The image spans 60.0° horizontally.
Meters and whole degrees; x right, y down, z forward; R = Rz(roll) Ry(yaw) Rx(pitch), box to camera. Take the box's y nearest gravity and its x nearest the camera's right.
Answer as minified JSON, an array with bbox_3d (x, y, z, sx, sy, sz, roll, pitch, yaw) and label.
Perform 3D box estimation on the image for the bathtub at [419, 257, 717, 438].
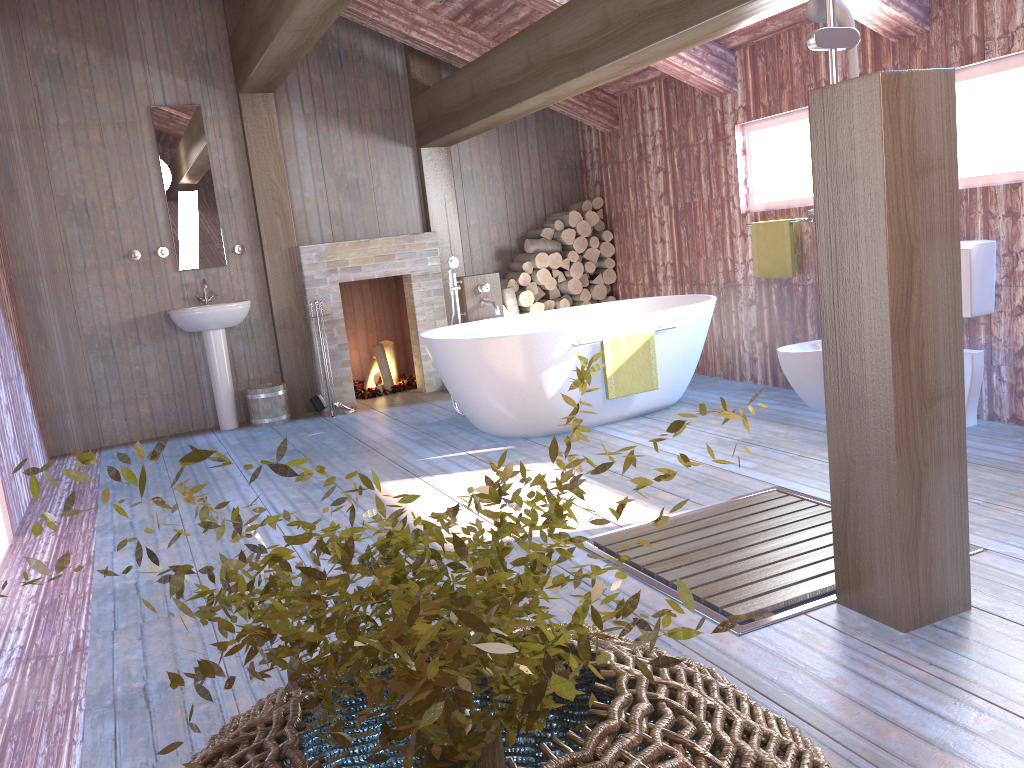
[{"bbox_3d":[0.394,-0.327,5.629,1.935,1.109,1.460,-7,9,-1],"label":"bathtub"}]

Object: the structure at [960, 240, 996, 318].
[{"bbox_3d":[2.205,-0.525,4.435,0.182,0.363,0.358,-10,10,-22],"label":"structure"}]

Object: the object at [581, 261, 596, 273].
[{"bbox_3d":[0.577,-1.018,7.718,0.102,0.109,0.438,-10,10,-22],"label":"object"}]

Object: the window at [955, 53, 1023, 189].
[{"bbox_3d":[2.455,-1.224,3.999,0.054,0.587,1.255,-10,10,-22],"label":"window"}]

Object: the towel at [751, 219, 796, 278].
[{"bbox_3d":[1.658,-0.855,5.638,0.032,0.361,0.370,-10,10,-23],"label":"towel"}]

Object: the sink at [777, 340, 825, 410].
[{"bbox_3d":[1.795,-0.115,5.168,0.515,0.517,0.335,-10,10,-22],"label":"sink"}]

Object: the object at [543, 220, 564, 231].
[{"bbox_3d":[0.355,-1.349,7.572,0.094,0.097,0.227,-10,10,-22],"label":"object"}]

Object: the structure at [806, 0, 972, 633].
[{"bbox_3d":[1.007,-0.439,2.499,0.328,2.209,0.522,-7,9,-2],"label":"structure"}]

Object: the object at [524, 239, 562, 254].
[{"bbox_3d":[0.260,-1.155,7.450,0.302,0.157,0.121,-10,10,-22],"label":"object"}]

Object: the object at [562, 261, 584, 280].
[{"bbox_3d":[0.462,-0.976,7.674,0.136,0.157,0.439,-10,10,-22],"label":"object"}]

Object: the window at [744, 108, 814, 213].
[{"bbox_3d":[1.846,-1.387,5.411,0.054,0.587,1.255,-10,10,-22],"label":"window"}]

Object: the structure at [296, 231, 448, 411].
[{"bbox_3d":[-1.095,-0.515,7.218,1.130,1.330,0.226,-10,10,-23],"label":"structure"}]

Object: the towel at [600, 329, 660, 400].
[{"bbox_3d":[0.690,-0.116,5.156,0.370,0.361,0.032,-11,10,-26],"label":"towel"}]

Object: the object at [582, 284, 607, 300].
[{"bbox_3d":[0.662,-0.808,7.791,0.137,0.133,0.437,-11,10,-25],"label":"object"}]

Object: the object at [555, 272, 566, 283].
[{"bbox_3d":[0.367,-0.926,7.640,0.085,0.096,0.280,-10,10,-22],"label":"object"}]

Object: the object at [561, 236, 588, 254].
[{"bbox_3d":[0.490,-1.188,7.663,0.143,0.151,0.440,-10,10,-22],"label":"object"}]

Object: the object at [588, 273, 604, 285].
[{"bbox_3d":[0.652,-0.922,7.765,0.115,0.112,0.423,-10,10,-22],"label":"object"}]

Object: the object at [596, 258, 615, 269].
[{"bbox_3d":[0.752,-1.061,7.795,0.102,0.109,0.438,-10,10,-22],"label":"object"}]

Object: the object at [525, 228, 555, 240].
[{"bbox_3d":[0.241,-1.276,7.647,0.140,0.121,0.319,-10,10,-21],"label":"object"}]

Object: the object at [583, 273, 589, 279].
[{"bbox_3d":[0.603,-0.938,7.727,0.065,0.069,0.177,-11,10,-24],"label":"object"}]

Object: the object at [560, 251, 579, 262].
[{"bbox_3d":[0.429,-1.098,7.641,0.102,0.109,0.438,-10,10,-22],"label":"object"}]

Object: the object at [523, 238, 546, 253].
[{"bbox_3d":[0.203,-1.184,7.639,0.113,0.130,0.291,-10,10,-22],"label":"object"}]

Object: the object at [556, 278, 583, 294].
[{"bbox_3d":[0.437,-0.847,7.676,0.141,0.143,0.437,-11,10,-25],"label":"object"}]

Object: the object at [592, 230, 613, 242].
[{"bbox_3d":[0.730,-1.289,7.759,0.102,0.109,0.438,-10,10,-22],"label":"object"}]

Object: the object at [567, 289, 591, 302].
[{"bbox_3d":[0.562,-0.774,7.714,0.114,0.113,0.301,-11,10,-25],"label":"object"}]

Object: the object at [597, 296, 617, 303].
[{"bbox_3d":[0.763,-0.714,7.862,0.139,0.137,0.455,-11,10,-25],"label":"object"}]

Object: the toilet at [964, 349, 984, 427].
[{"bbox_3d":[2.012,0.044,4.419,0.534,0.400,0.375,-10,10,-22],"label":"toilet"}]

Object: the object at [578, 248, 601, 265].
[{"bbox_3d":[0.587,-1.107,7.747,0.172,0.151,0.482,-10,10,-22],"label":"object"}]

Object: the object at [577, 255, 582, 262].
[{"bbox_3d":[0.509,-1.062,7.661,0.095,0.090,0.278,-10,10,-21],"label":"object"}]

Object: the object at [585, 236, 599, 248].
[{"bbox_3d":[0.616,-1.223,7.713,0.089,0.106,0.437,-10,10,-22],"label":"object"}]

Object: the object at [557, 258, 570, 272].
[{"bbox_3d":[0.356,-1.013,7.617,0.109,0.124,0.424,-11,10,-23],"label":"object"}]

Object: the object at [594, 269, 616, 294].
[{"bbox_3d":[0.757,-0.897,7.826,0.137,0.256,0.439,-10,10,-22],"label":"object"}]

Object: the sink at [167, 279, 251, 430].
[{"bbox_3d":[-2.189,-0.212,6.608,0.582,1.143,0.475,-11,10,-23],"label":"sink"}]

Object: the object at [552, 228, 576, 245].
[{"bbox_3d":[0.384,-1.261,7.626,0.139,0.148,0.458,-10,10,-22],"label":"object"}]

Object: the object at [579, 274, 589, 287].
[{"bbox_3d":[0.543,-0.900,7.703,0.111,0.118,0.302,-11,10,-24],"label":"object"}]

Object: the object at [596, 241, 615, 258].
[{"bbox_3d":[0.729,-1.176,7.775,0.147,0.152,0.439,-10,10,-22],"label":"object"}]

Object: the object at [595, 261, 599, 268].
[{"bbox_3d":[0.678,-1.054,7.811,0.088,0.092,0.280,-10,10,-22],"label":"object"}]

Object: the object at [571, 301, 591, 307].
[{"bbox_3d":[0.578,-0.668,7.728,0.116,0.117,0.289,-11,10,-25],"label":"object"}]

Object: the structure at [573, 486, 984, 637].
[{"bbox_3d":[0.892,0.601,3.162,1.000,0.067,1.000,-11,10,-23],"label":"structure"}]

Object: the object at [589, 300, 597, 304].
[{"bbox_3d":[0.627,-0.701,7.889,0.118,0.106,0.319,-11,10,-25],"label":"object"}]
